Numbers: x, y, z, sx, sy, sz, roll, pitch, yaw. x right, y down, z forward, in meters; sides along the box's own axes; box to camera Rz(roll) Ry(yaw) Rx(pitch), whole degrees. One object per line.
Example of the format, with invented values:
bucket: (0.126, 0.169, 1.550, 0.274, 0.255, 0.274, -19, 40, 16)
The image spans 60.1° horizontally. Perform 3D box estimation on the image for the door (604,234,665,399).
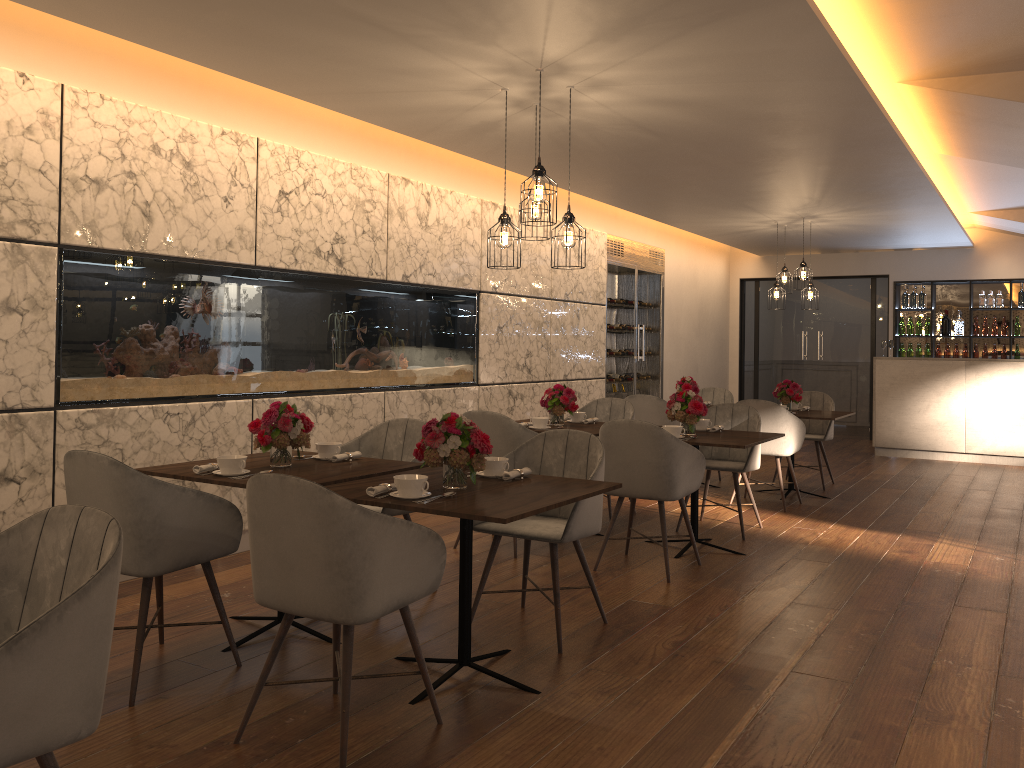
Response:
door: (1.461, -0.434, 10.385, 0.134, 2.471, 1.856, 0, 0, 31)

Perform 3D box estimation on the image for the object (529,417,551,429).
object: (0.184, 0.259, 5.823, 0.148, 0.072, 0.148, 0, 2, -16)

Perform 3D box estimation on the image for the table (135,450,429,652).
table: (-0.999, 0.722, 3.886, 0.896, 0.721, 0.896, 2, 1, 31)

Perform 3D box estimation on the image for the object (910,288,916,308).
object: (5.537, -1.197, 12.213, 0.075, 0.310, 0.075, 1, -1, -16)

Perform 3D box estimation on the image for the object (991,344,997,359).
object: (6.384, -0.405, 11.719, 0.065, 0.262, 0.066, 1, -1, 10)

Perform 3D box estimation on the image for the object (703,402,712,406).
object: (1.856, 0.188, 8.442, 0.056, 0.039, 0.175, 2, 2, 31)

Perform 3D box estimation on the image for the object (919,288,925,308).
object: (5.626, -1.193, 12.159, 0.075, 0.310, 0.075, 1, -1, -12)

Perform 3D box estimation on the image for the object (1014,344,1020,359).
object: (6.608, -0.395, 11.584, 0.065, 0.262, 0.066, 1, -1, 10)

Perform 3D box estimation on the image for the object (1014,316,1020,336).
object: (6.614, -0.758, 11.590, 0.065, 0.262, 0.066, 1, -1, 10)

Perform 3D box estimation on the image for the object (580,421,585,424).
object: (0.530, 0.267, 6.313, 0.025, 0.024, 0.192, 1, 2, 31)

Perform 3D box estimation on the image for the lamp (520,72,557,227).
lamp: (0.148, -1.839, 4.469, 0.175, 2.072, 0.175, 0, -1, 33)

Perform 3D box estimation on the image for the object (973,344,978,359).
object: (6.195, -0.412, 11.834, 0.065, 0.262, 0.066, 1, -1, 10)

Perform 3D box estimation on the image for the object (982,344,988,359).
object: (6.290, -0.408, 11.777, 0.065, 0.262, 0.066, 1, -1, 10)

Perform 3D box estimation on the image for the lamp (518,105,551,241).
lamp: (0.144, -1.866, 5.092, 0.175, 2.072, 0.175, 0, -1, 33)

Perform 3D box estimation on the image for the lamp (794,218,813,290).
lamp: (3.071, -2.023, 9.309, 0.175, 2.072, 0.175, 0, -1, 33)

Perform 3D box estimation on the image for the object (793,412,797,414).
object: (2.368, 0.250, 7.444, 0.043, 0.015, 0.197, 2, 3, 27)

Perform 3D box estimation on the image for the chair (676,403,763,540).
chair: (1.470, 0.584, 6.192, 0.565, 0.873, 0.526, 1, 0, 31)

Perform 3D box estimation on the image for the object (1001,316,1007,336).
object: (6.484, -0.764, 11.668, 0.065, 0.262, 0.066, 1, -1, 10)

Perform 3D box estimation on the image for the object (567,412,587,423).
object: (0.468, 0.240, 6.362, 0.148, 0.072, 0.148, 0, 2, -16)

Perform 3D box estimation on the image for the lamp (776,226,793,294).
lamp: (3.067, -2.050, 9.931, 0.175, 2.072, 0.175, 0, -1, 33)

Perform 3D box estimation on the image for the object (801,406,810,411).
object: (2.643, 0.220, 7.966, 0.056, 0.039, 0.175, 2, 2, 31)

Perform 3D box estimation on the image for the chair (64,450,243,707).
chair: (-1.383, 0.664, 3.352, 0.565, 0.873, 0.526, 1, 0, 31)

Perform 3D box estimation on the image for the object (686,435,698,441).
object: (1.077, 0.323, 5.305, 0.043, 0.015, 0.197, 2, 3, 27)

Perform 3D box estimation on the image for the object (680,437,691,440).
object: (1.050, 0.328, 5.329, 0.022, 0.004, 0.211, 2, 3, 31)

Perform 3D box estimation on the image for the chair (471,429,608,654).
chair: (0.137, 0.659, 3.985, 0.565, 0.873, 0.526, 1, 0, 31)

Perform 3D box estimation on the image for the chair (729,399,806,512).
chair: (2.051, 0.550, 7.183, 0.565, 0.873, 0.526, 1, 0, 31)

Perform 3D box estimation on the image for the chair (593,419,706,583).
chair: (0.770, 0.622, 5.063, 0.565, 0.873, 0.526, 1, 0, 31)

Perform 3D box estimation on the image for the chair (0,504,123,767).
chair: (-1.143, 0.731, 1.865, 0.565, 0.873, 0.526, 1, 0, 31)

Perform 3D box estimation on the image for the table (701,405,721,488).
table: (1.614, 0.575, 8.213, 0.896, 0.721, 0.896, 2, 1, 31)

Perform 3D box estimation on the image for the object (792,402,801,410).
object: (2.545, 0.199, 8.025, 0.148, 0.072, 0.148, 0, 2, -36)

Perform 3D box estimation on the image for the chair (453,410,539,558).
chair: (-0.051, 0.589, 5.559, 0.565, 0.873, 0.526, 1, 0, 31)

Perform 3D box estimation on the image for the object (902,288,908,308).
object: (5.448, -1.200, 12.267, 0.075, 0.310, 0.075, 1, -1, -34)

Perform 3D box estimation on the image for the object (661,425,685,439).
object: (0.970, 0.291, 5.347, 0.148, 0.072, 0.148, 0, 2, -16)

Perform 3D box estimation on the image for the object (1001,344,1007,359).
object: (6.479, -0.401, 11.662, 0.065, 0.262, 0.066, 1, -1, 10)

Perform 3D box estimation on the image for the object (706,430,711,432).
object: (1.317, 0.299, 5.838, 0.025, 0.024, 0.192, 1, 2, 31)

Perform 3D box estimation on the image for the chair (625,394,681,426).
chair: (1.230, 0.516, 7.679, 0.565, 0.873, 0.526, 1, 0, 31)

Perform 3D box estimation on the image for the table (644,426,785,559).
table: (1.155, 0.680, 5.596, 0.896, 0.721, 0.896, 2, 1, 31)

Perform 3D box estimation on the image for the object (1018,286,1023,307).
object: (6.644, -1.152, 11.544, 0.075, 0.310, 0.075, 1, -1, -26)

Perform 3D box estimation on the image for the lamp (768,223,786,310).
lamp: (2.894, -1.846, 9.647, 0.175, 2.072, 0.175, 0, -1, 33)

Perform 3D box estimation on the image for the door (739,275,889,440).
door: (4.407, -0.395, 12.964, 2.107, 2.336, 0.273, 1, -1, 31)

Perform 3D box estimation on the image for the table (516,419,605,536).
table: (0.334, 0.647, 6.092, 0.896, 0.721, 0.896, 2, 1, 31)

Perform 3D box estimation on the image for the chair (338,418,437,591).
chair: (-0.684, 0.626, 4.481, 0.565, 0.873, 0.526, 1, 0, 31)

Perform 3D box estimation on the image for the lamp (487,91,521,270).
lamp: (-0.029, -1.663, 4.808, 0.175, 2.072, 0.175, 0, -1, 33)

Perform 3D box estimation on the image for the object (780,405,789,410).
object: (2.262, 0.218, 7.486, 0.148, 0.072, 0.148, 0, 2, -16)

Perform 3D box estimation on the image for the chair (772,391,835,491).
chair: (2.750, 0.511, 8.312, 0.565, 0.873, 0.526, 1, 0, 31)

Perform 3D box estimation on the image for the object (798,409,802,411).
object: (2.608, 0.226, 7.976, 0.025, 0.024, 0.192, 1, 2, 31)

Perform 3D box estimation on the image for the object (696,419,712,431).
object: (1.254, 0.272, 5.887, 0.148, 0.072, 0.148, 0, 2, -16)

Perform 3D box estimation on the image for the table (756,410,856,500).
table: (2.435, 0.608, 7.717, 0.896, 0.721, 0.896, 2, 1, 31)

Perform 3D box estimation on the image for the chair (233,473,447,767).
chair: (-0.562, 0.697, 2.856, 0.565, 0.873, 0.526, 1, 0, 31)

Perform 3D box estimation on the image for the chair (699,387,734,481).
chair: (1.929, 0.478, 8.808, 0.565, 0.873, 0.526, 1, 0, 31)

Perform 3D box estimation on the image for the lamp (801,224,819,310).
lamp: (3.238, -1.839, 9.587, 0.175, 2.072, 0.175, 0, -1, 33)

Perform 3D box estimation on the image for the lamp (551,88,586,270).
lamp: (0.315, -1.655, 4.748, 0.175, 2.072, 0.175, 0, -1, 33)

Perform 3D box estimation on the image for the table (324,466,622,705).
table: (-0.178, 0.756, 3.390, 0.896, 0.721, 0.896, 2, 1, 31)

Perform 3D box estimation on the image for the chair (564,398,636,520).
chair: (0.649, 0.550, 6.688, 0.565, 0.873, 0.526, 1, 0, 31)

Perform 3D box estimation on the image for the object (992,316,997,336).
object: (6.390, -0.767, 11.725, 0.065, 0.262, 0.066, 1, -1, 10)
